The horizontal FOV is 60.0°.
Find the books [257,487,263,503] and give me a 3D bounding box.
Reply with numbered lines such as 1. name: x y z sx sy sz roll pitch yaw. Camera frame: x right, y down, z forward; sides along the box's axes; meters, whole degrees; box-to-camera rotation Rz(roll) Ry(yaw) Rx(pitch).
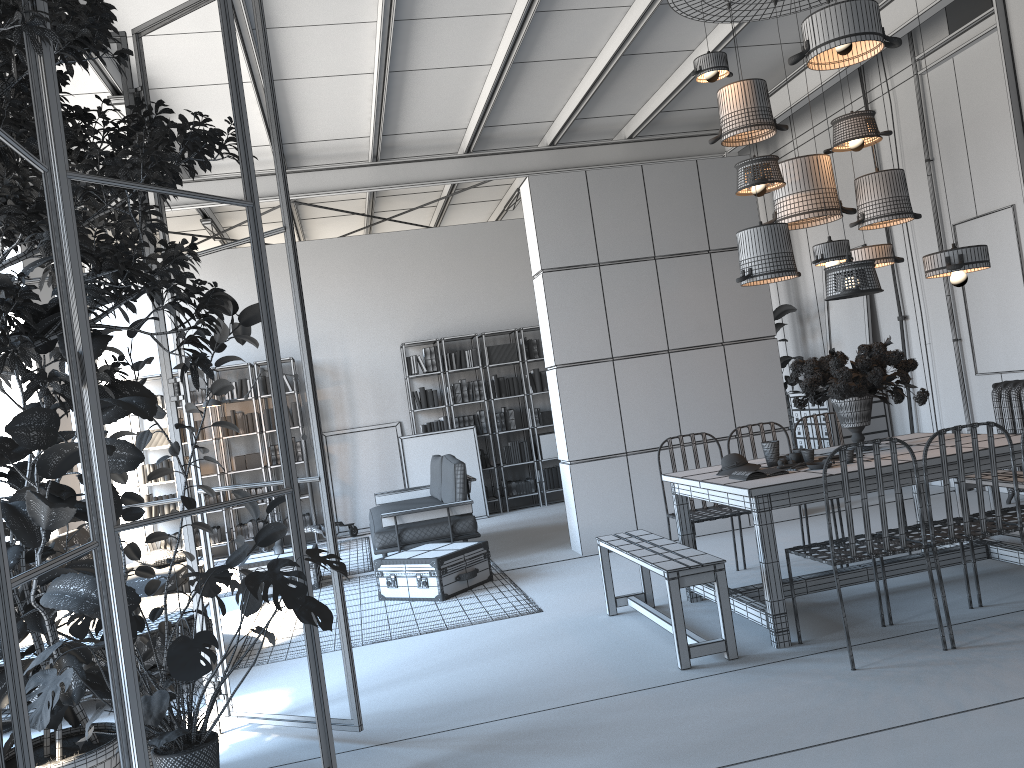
1. books: -3.053 1.349 10.759 0.077 0.185 0.259 -8 -1 -10

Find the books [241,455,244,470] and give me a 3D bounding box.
1. books: -3.242 0.949 10.695 0.012 0.177 0.134 -8 -1 -10

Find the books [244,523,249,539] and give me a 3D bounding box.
1. books: -3.209 1.781 10.752 0.040 0.176 0.242 -8 -1 -10

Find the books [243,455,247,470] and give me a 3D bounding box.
1. books: -3.219 0.946 10.699 0.012 0.177 0.134 -8 -1 -10

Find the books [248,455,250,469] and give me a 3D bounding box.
1. books: -3.164 0.934 10.688 0.012 0.177 0.134 -8 -1 -10

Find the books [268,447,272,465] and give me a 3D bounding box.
1. books: -2.936 0.880 10.798 0.022 0.226 0.163 -8 -1 -10

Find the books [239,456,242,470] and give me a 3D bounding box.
1. books: -3.264 0.952 10.691 0.012 0.177 0.134 -8 -1 -10

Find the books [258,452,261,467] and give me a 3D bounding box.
1. books: -3.040 0.916 10.711 0.012 0.177 0.134 -8 -1 -10

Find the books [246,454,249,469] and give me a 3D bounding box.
1. books: -3.175 0.935 10.686 0.012 0.177 0.134 -8 -1 -10

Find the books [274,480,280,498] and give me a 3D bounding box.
1. books: -2.852 1.289 10.767 0.057 0.244 0.180 -8 -1 -10

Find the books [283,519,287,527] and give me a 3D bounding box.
1. books: -2.751 1.725 10.787 0.033 0.158 0.241 -8 -1 -10

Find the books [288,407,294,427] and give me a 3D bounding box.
1. books: -2.721 0.405 10.853 0.084 0.267 0.193 -8 -1 -14

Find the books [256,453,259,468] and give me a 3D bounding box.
1. books: -3.063 0.920 10.707 0.012 0.177 0.134 -8 -1 -10

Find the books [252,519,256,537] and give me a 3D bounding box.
1. books: -3.121 1.747 10.794 0.030 0.217 0.295 -8 -1 -10

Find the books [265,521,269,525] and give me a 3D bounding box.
1. books: -2.975 1.759 10.796 0.069 0.157 0.241 -8 -1 -9

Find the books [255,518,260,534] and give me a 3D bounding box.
1. books: -3.089 1.742 10.790 0.033 0.223 0.275 -8 -1 -10

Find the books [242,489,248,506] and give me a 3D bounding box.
1. books: -3.212 1.357 10.720 0.061 0.204 0.281 -8 -1 -10

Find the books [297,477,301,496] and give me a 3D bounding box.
1. books: -2.618 1.256 10.799 0.057 0.244 0.180 -8 -1 -10

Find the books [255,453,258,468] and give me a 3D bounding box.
1. books: -3.074 0.921 10.705 0.012 0.177 0.134 -8 -1 -10

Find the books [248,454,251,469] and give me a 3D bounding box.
1. books: -3.153 0.932 10.690 0.012 0.177 0.134 -8 -1 -10

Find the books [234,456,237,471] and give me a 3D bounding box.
1. books: -3.320 0.960 10.680 0.012 0.177 0.134 -8 -1 -10

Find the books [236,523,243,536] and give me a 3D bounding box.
1. books: -3.294 1.789 10.751 0.047 0.184 0.271 -8 -1 -10

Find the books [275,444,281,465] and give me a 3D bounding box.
1. books: -2.837 0.856 10.795 0.057 0.244 0.178 -8 -1 -10

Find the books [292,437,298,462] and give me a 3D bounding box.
1. books: -2.662 0.800 10.862 0.038 0.303 0.222 -8 -1 -10

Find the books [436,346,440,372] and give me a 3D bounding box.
1. books: -0.930 -0.316 11.174 0.033 0.326 0.303 -8 -1 -10

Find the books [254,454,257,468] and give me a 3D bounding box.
1. books: -3.085 0.923 10.703 0.012 0.177 0.134 -8 -1 -10

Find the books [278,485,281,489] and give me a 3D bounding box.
1. books: -2.805 1.291 10.742 0.022 0.227 0.165 -8 -1 -10

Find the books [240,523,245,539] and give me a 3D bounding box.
1. books: -3.248 1.787 10.745 0.040 0.176 0.242 -8 -1 -10

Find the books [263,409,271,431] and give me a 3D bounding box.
1. books: -2.980 0.440 10.801 0.062 0.265 0.193 -8 -1 -15

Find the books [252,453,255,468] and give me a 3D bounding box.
1. books: -3.108 0.926 10.699 0.012 0.177 0.134 -8 -1 -10

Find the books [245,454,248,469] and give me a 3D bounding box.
1. books: -3.186 0.937 10.684 0.012 0.177 0.134 -8 -1 -10

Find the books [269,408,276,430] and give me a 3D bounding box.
1. books: -2.917 0.431 10.813 0.062 0.265 0.193 -8 -1 -15

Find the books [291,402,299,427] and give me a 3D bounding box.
1. books: -2.654 0.374 10.874 0.071 0.303 0.222 -8 -1 -15

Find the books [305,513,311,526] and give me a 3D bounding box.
1. books: -2.495 1.676 10.849 0.047 0.184 0.271 -8 -1 -10

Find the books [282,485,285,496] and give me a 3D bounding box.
1. books: -2.762 1.285 10.751 0.022 0.227 0.165 -8 -1 -10

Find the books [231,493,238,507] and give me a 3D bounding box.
1. books: -3.340 1.387 10.706 0.056 0.183 0.259 -8 -1 -10

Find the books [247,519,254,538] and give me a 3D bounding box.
1. books: -3.164 1.759 10.780 0.061 0.207 0.283 -8 -1 -10

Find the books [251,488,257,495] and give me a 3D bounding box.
1. books: -3.112 1.350 10.740 0.049 0.193 0.278 -8 -1 -10

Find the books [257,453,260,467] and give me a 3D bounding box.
1. books: -3.051 0.918 10.709 0.012 0.177 0.134 -8 -1 -10

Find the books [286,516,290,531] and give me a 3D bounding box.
1. books: -2.714 1.707 10.808 0.047 0.184 0.271 -8 -1 -10

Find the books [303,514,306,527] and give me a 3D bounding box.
1. books: -2.537 1.686 10.827 0.040 0.176 0.242 -8 -1 -10

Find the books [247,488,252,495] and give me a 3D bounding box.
1. books: -3.158 1.357 10.732 0.045 0.191 0.275 -8 -1 -11

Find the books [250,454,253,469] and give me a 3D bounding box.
1. books: -3.130 0.929 10.694 0.012 0.177 0.134 -8 -1 -10

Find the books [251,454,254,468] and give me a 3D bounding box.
1. books: -3.119 0.927 10.697 0.012 0.177 0.134 -8 -1 -10

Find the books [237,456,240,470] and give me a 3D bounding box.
1. books: -3.287 0.956 10.687 0.012 0.177 0.134 -8 -1 -10

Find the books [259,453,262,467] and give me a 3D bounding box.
1. books: -3.029 0.915 10.713 0.012 0.177 0.134 -8 -1 -10

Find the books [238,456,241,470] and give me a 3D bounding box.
1. books: -3.275 0.954 10.689 0.012 0.177 0.134 -8 -1 -10

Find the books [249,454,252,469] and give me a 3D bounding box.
1. books: -3.141 0.931 10.692 0.012 0.177 0.134 -8 -1 -10

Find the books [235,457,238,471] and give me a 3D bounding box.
1. books: -3.309 0.959 10.682 0.012 0.177 0.134 -8 -1 -10

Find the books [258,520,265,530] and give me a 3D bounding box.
1. books: -3.042 1.754 10.793 0.056 0.185 0.260 -8 -1 -10

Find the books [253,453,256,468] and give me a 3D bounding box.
1. books: -3.096 0.924 10.701 0.012 0.177 0.134 -8 -1 -10

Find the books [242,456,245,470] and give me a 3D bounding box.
1. books: -3.230 0.948 10.697 0.012 0.177 0.134 -8 -1 -10

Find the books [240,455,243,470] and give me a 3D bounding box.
1. books: -3.253 0.951 10.693 0.012 0.177 0.134 -8 -1 -10

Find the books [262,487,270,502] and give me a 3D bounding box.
1. books: -2.990 1.333 10.762 0.047 0.190 0.278 -8 -1 -10

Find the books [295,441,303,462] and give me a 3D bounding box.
1. books: -2.595 0.822 10.829 0.057 0.244 0.178 -8 -1 -10

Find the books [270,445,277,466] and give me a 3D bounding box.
1. books: -2.893 0.864 10.774 0.057 0.244 0.178 -8 -1 -10

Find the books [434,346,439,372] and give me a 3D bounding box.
1. books: -0.963 -0.313 11.157 0.027 0.326 0.272 -8 -1 -10

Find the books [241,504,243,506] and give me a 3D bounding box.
1. books: -3.257 1.357 10.707 0.030 0.215 0.293 -8 -1 -10

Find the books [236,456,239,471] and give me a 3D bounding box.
1. books: -3.298 0.957 10.685 0.012 0.177 0.134 -8 -1 -10

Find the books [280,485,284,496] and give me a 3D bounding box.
1. books: -2.784 1.288 10.746 0.022 0.227 0.165 -8 -1 -10
